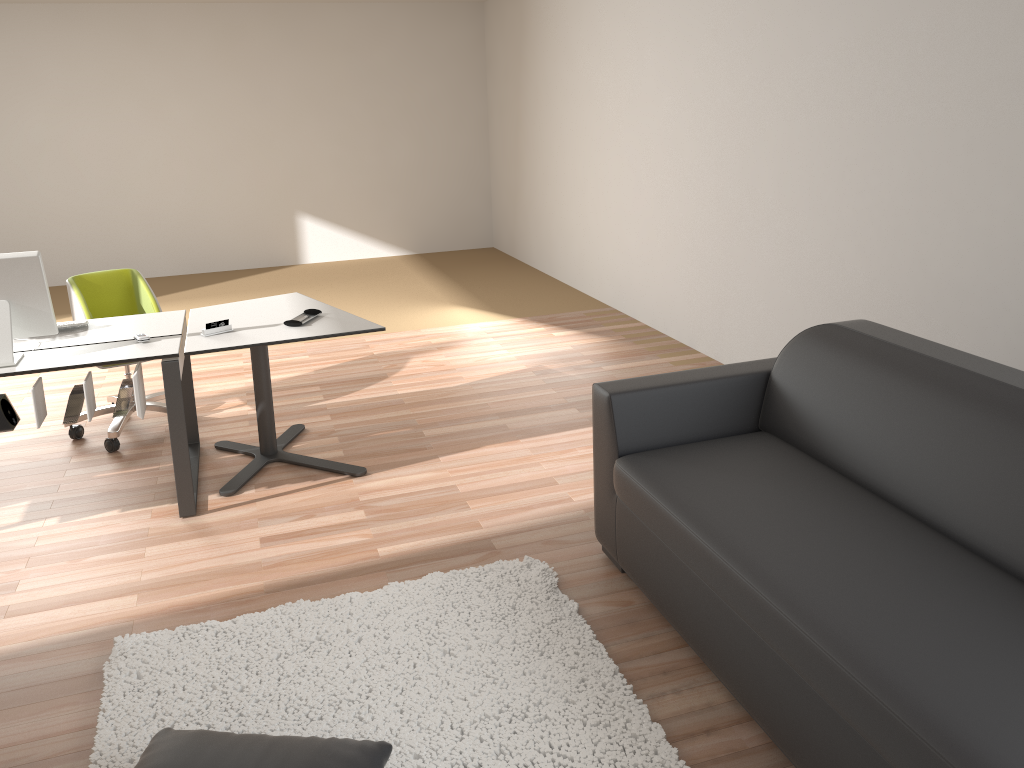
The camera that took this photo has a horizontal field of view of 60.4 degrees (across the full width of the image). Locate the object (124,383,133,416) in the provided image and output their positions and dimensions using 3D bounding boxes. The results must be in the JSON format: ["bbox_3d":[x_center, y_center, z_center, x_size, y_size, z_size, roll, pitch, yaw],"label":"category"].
[{"bbox_3d":[-1.525,0.051,3.507,0.040,0.110,0.136,-6,16,-17],"label":"object"}]

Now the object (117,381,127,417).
[{"bbox_3d":[-1.549,0.055,3.500,0.040,0.110,0.136,-6,16,-17],"label":"object"}]

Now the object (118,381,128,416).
[{"bbox_3d":[-1.545,0.054,3.501,0.040,0.110,0.136,-6,16,-17],"label":"object"}]

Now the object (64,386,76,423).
[{"bbox_3d":[-1.729,0.079,3.443,0.040,0.110,0.136,-6,16,-17],"label":"object"}]

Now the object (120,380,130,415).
[{"bbox_3d":[-1.541,0.053,3.502,0.040,0.110,0.136,-6,16,-17],"label":"object"}]

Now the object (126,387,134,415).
[{"bbox_3d":[-1.519,0.050,3.509,0.040,0.110,0.136,-6,16,-17],"label":"object"}]

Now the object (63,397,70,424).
[{"bbox_3d":[-1.731,0.080,3.443,0.040,0.110,0.136,-6,16,-17],"label":"object"}]

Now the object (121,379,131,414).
[{"bbox_3d":[-1.537,0.052,3.503,0.040,0.110,0.136,-6,16,-17],"label":"object"}]

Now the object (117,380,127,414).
[{"bbox_3d":[-1.552,0.055,3.499,0.040,0.110,0.136,-6,16,-17],"label":"object"}]

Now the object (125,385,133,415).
[{"bbox_3d":[-1.523,0.051,3.508,0.040,0.110,0.136,-6,16,-17],"label":"object"}]

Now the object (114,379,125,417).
[{"bbox_3d":[-1.560,0.056,3.496,0.040,0.110,0.136,-6,16,-17],"label":"object"}]

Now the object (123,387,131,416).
[{"bbox_3d":[-1.528,0.051,3.506,0.040,0.110,0.136,-6,16,-17],"label":"object"}]

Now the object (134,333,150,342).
[{"bbox_3d":[-1.541,-0.192,3.662,0.048,0.020,0.085,-15,22,-36],"label":"object"}]

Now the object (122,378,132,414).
[{"bbox_3d":[-1.534,0.052,3.504,0.040,0.110,0.136,-6,16,-17],"label":"object"}]

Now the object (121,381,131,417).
[{"bbox_3d":[-1.534,0.052,3.504,0.040,0.110,0.136,-6,16,-17],"label":"object"}]

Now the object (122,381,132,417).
[{"bbox_3d":[-1.532,0.052,3.505,0.040,0.110,0.136,-6,16,-17],"label":"object"}]

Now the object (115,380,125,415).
[{"bbox_3d":[-1.558,0.056,3.497,0.040,0.110,0.136,-6,16,-17],"label":"object"}]

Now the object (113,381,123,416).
[{"bbox_3d":[-1.565,0.057,3.495,0.040,0.110,0.136,-6,16,-17],"label":"object"}]

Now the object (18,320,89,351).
[{"bbox_3d":[-2.062,-0.182,3.754,0.458,0.078,0.397,-9,19,-22],"label":"object"}]

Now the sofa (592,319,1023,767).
[{"bbox_3d":[1.053,0.477,2.217,0.955,0.812,2.318,-7,18,-17],"label":"sofa"}]

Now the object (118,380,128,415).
[{"bbox_3d":[-1.547,0.054,3.500,0.040,0.110,0.136,-6,16,-17],"label":"object"}]

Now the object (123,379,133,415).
[{"bbox_3d":[-1.530,0.052,3.506,0.040,0.110,0.136,-6,16,-17],"label":"object"}]

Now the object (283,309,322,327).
[{"bbox_3d":[-0.928,-0.295,3.912,0.089,0.030,0.222,2,18,12],"label":"object"}]

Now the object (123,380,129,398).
[{"bbox_3d":[-1.543,0.053,3.501,0.040,0.110,0.136,-6,16,-17],"label":"object"}]

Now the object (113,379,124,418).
[{"bbox_3d":[-1.563,0.056,3.495,0.040,0.110,0.136,-6,16,-17],"label":"object"}]

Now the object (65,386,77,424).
[{"bbox_3d":[-1.724,0.079,3.445,0.040,0.110,0.136,-6,16,-17],"label":"object"}]

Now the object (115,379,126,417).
[{"bbox_3d":[-1.556,0.055,3.497,0.040,0.110,0.136,-6,16,-17],"label":"object"}]

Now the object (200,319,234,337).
[{"bbox_3d":[-1.262,-0.244,3.754,0.132,0.054,0.049,-17,21,-41],"label":"object"}]

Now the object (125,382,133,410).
[{"bbox_3d":[-1.526,0.051,3.507,0.040,0.110,0.136,-6,16,-17],"label":"object"}]

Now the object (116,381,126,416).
[{"bbox_3d":[-1.554,0.055,3.498,0.040,0.110,0.136,-6,16,-17],"label":"object"}]

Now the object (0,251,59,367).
[{"bbox_3d":[-2.030,-0.286,3.376,0.468,0.420,0.202,-7,14,-17],"label":"object"}]

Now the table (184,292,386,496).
[{"bbox_3d":[-1.070,0.013,4.109,0.814,0.670,0.949,-8,17,-19],"label":"table"}]

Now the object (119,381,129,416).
[{"bbox_3d":[-1.543,0.054,3.502,0.040,0.110,0.136,-6,16,-17],"label":"object"}]

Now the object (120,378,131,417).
[{"bbox_3d":[-1.538,0.053,3.503,0.040,0.110,0.136,-6,16,-17],"label":"object"}]

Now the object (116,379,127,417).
[{"bbox_3d":[-1.552,0.055,3.499,0.040,0.110,0.136,-6,16,-17],"label":"object"}]

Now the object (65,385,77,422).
[{"bbox_3d":[-1.727,0.079,3.444,0.040,0.110,0.136,-6,16,-17],"label":"object"}]

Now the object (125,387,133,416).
[{"bbox_3d":[-1.521,0.051,3.508,0.040,0.110,0.136,-6,16,-17],"label":"object"}]
